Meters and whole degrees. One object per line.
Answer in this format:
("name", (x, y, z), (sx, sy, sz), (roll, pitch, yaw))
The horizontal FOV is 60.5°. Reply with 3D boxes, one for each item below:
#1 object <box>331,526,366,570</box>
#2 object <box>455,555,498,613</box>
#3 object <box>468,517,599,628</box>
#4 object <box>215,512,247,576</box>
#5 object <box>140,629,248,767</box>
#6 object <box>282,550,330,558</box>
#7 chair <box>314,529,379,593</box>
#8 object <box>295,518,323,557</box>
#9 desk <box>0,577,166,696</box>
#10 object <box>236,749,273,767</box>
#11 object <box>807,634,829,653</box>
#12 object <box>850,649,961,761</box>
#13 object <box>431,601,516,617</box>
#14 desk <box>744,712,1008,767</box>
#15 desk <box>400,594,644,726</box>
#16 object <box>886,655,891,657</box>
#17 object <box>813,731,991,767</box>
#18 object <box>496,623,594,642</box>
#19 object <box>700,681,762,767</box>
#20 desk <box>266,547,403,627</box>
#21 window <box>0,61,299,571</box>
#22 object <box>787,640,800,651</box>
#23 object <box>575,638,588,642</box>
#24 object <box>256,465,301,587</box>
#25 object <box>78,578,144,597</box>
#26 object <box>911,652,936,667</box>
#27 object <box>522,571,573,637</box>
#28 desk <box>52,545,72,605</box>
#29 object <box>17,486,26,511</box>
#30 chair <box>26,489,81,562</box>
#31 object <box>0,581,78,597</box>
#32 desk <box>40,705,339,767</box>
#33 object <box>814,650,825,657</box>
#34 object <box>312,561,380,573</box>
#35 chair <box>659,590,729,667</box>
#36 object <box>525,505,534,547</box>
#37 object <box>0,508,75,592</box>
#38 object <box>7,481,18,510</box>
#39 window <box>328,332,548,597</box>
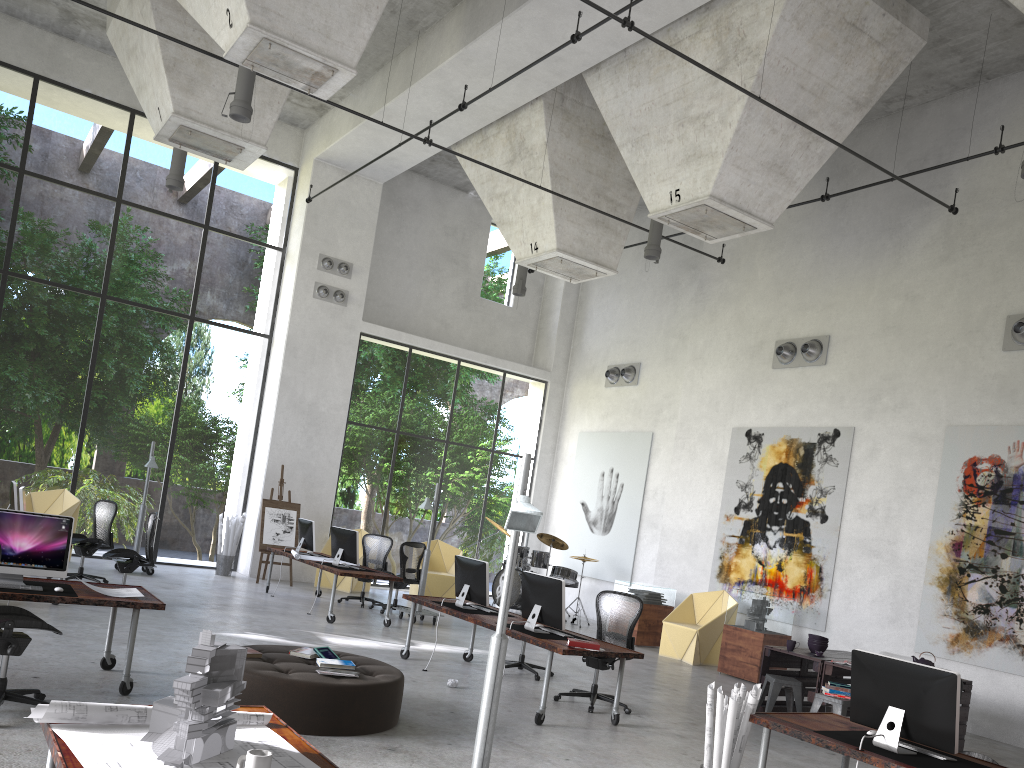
("object", (-2.377, 2.388, 12.783), (0.382, 0.550, 0.711), (12, -6, -41))
("object", (-0.392, 2.221, 9.754), (0.381, 0.550, 0.713), (11, -6, -31))
("object", (0.465, 3.631, 17.192), (2.953, 1.734, 1.909), (3, -8, 41))
("object", (-5.095, 2.867, 15.804), (0.437, 1.205, 0.417), (7, -2, 35))
("object", (-1.200, 1.151, 3.269), (0.360, 0.518, 0.498), (8, -5, 3))
("object", (-3.266, 2.739, 14.076), (0.696, 0.008, 0.847), (14, -10, -31))
("chair", (-3.094, 3.275, 16.458), (0.974, 1.164, 0.946), (7, -4, 16))
("object", (-3.227, 2.459, 14.080), (0.381, 0.550, 0.713), (11, -6, -31))
("desk", (-4.267, 1.744, 6.292), (3.168, 0.721, 0.971), (14, -8, -33))
("object", (-0.912, 1.344, 3.090), (0.123, 0.100, 0.088), (9, -4, -4))
("object", (3.446, 2.931, 9.900), (0.216, 0.213, 0.192), (12, -5, -32))
("object", (2.447, 1.982, 5.421), (0.381, 0.550, 0.713), (11, -6, -31))
("object", (-0.431, 2.501, 9.750), (0.696, 0.008, 0.847), (14, -10, -31))
("desk", (2.746, 2.581, 4.831), (0.975, 0.719, 3.124), (12, -9, -32))
("desk", (-0.086, 2.816, 9.129), (0.985, 0.719, 3.123), (12, -9, -32))
("object", (4.149, 3.041, 9.724), (0.232, 0.058, 0.228), (14, -10, -33))
("object", (2.408, 2.261, 5.417), (0.696, 0.008, 0.847), (14, -10, -31))
("object", (0.318, 2.438, 8.608), (0.696, 0.008, 0.847), (14, -10, -31))
("object", (1.447, 2.456, 5.952), (0.321, 0.934, 0.341), (9, -2, -15))
("desk", (-2.811, 3.052, 13.332), (0.985, 0.719, 3.123), (12, -9, -32))
("window", (-7.136, -0.892, 15.173), (6.032, 7.818, 0.067), (11, -2, -33))
("object", (3.118, 2.913, 9.779), (0.102, 0.109, 0.129), (13, -7, -41))
("object", (0.637, 2.321, 7.947), (0.148, 0.011, 0.011), (4, -6, 25))
("object", (-4.192, 2.511, 15.759), (0.701, 2.136, 0.680), (10, -2, -32))
("object", (-3.158, 1.593, 6.889), (0.475, 0.085, 0.435), (13, -10, -29))
("object", (4.510, 3.038, 9.596), (0.214, 0.231, 0.217), (12, -6, -35))
("object", (0.357, 2.158, 8.612), (0.381, 0.550, 0.713), (11, -6, -31))
("desk", (-6.317, 2.170, 11.057), (0.975, 0.719, 3.124), (12, -9, -32))
("object", (-5.748, 1.520, 10.470), (0.381, 0.550, 0.714), (10, -6, -26))
("chair", (-7.598, 2.236, 14.148), (0.975, 1.164, 0.945), (8, -4, 13))
("object", (-3.726, 1.506, 6.539), (0.859, 0.008, 0.686), (14, -10, -31))
("desk", (-0.761, 1.698, 2.555), (0.985, 0.719, 3.123), (12, -9, -32))
("object", (3.358, 2.946, 9.583), (0.116, 0.056, 0.140), (2, -10, 42))
("object", (-2.416, 2.668, 12.780), (0.698, 0.008, 0.845), (16, -11, -41))
("chair", (2.948, 3.773, 13.758), (0.945, 1.164, 0.975), (11, -5, -34))
("object", (0.279, 3.634, 18.717), (0.579, 2.144, 0.599), (9, -1, 2))
("object", (-3.684, 1.227, 6.546), (0.723, 0.550, 0.375), (12, -5, -31))
("object", (-6.508, 1.585, 11.635), (0.381, 0.550, 0.713), (11, -6, -31))
("window", (-1.451, 1.879, 18.230), (4.616, 4.873, 0.020), (12, -2, -33))
